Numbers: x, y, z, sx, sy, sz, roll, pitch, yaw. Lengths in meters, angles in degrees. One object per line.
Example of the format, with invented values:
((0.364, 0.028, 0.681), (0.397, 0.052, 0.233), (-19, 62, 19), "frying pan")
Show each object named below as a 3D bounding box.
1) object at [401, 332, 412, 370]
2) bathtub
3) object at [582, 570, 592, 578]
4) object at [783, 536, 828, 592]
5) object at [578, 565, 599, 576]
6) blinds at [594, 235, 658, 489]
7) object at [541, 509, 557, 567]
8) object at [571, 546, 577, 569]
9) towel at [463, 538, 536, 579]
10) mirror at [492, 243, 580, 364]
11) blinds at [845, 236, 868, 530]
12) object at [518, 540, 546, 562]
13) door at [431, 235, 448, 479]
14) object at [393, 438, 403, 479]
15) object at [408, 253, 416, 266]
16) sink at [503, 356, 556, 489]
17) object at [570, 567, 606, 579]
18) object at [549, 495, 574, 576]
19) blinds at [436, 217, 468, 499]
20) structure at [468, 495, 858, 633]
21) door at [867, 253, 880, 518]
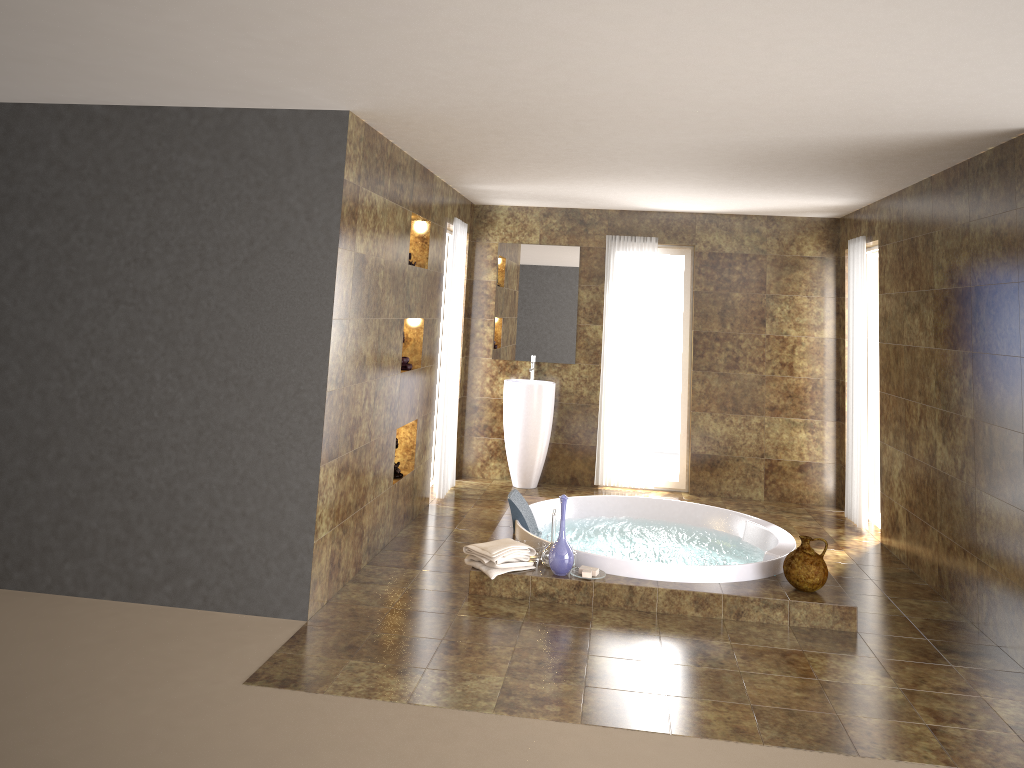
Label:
((-0.778, -0.244, 6.029), (0.175, 0.289, 0.109), (2, -6, 7), "object")
((0.887, 1.046, 5.499), (1.755, 0.530, 1.732), (6, 5, 38), "bathtub")
((0.400, 1.012, 4.605), (0.053, 0.035, 0.072), (3, 2, 8), "object")
((1.578, 0.963, 4.647), (0.228, 0.279, 0.228), (4, -3, -21), "object")
((0.416, 1.011, 4.673), (0.101, 0.033, 0.060), (5, 2, 22), "object")
((1.048, -0.225, 7.803), (0.520, 2.300, 0.065), (2, -8, 7), "blinds")
((0.232, 0.858, 4.838), (0.130, 0.313, 0.127), (1, -6, 15), "object")
((0.331, 0.963, 4.800), (0.057, 0.117, 0.057), (6, -6, -30), "object")
((-0.072, 0.947, 4.777), (0.318, 0.152, 0.339), (1, 3, -38), "towel")
((0.224, -0.754, 8.016), (0.769, 1.109, 0.008), (3, -8, 8), "mirror")
((2.750, -0.052, 6.927), (0.069, 2.312, 0.472), (2, -8, 7), "blinds")
((0.108, 0.957, 4.958), (0.169, 0.076, 0.169), (3, 3, -11), "object")
((-1.127, -0.286, 7.812), (0.961, 2.262, 0.039), (3, -8, -2), "door")
((-0.812, 0.492, 5.901), (0.152, 0.278, 0.148), (2, -5, 8), "object")
((-0.754, -0.959, 6.066), (0.152, 0.271, 0.119), (2, -6, 7), "object")
((0.139, 0.328, 7.646), (0.459, 1.154, 0.427), (2, -6, 10), "sink")
((0.410, 1.027, 4.660), (0.190, 0.019, 0.189), (3, 5, -4), "object")
((0.273, 0.817, 4.704), (0.136, 0.426, 0.132), (1, -7, 15), "object")
((-0.484, -0.255, 7.258), (0.068, 2.312, 0.585), (2, -7, 7), "blinds")
((0.888, 1.054, 5.500), (2.007, 0.126, 1.987), (4, 5, 7), "structure")
((3.381, 0.024, 7.021), (0.957, 2.261, 0.039), (-2, -9, 40), "door")
